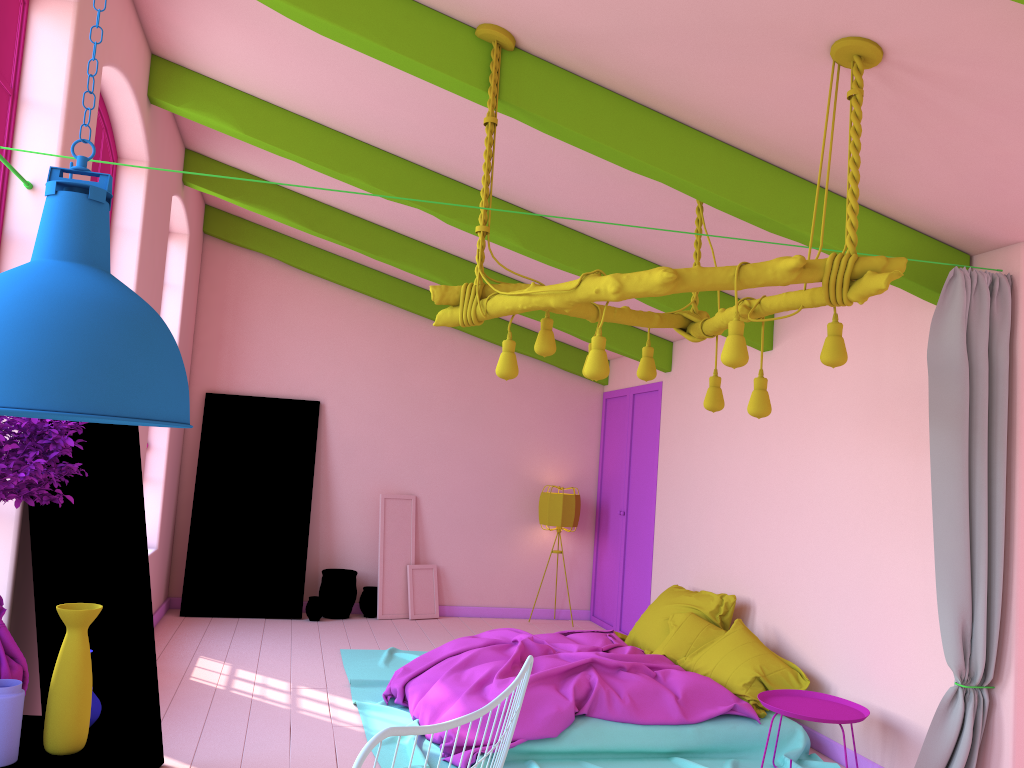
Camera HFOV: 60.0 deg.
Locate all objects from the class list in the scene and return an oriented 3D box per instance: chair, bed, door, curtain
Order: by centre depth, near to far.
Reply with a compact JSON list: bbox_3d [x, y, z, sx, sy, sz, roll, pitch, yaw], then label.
[{"bbox_3d":[-0.519,1.184,1.821,0.924,1.237,1.080,2,-5,21],"label":"chair"},{"bbox_3d":[-1.906,0.811,4.085,0.450,2.209,1.154,4,-5,-3],"label":"door"},{"bbox_3d":[2.192,0.831,4.444,0.519,2.783,0.525,7,-6,-33],"label":"curtain"},{"bbox_3d":[0.284,2.011,6.196,2.803,0.513,3.579,5,-5,-14],"label":"bed"},{"bbox_3d":[-2.617,1.216,8.963,1.153,2.209,0.450,5,-5,-13],"label":"door"},{"bbox_3d":[1.170,1.322,9.255,0.108,2.588,1.678,5,-5,-13],"label":"door"}]

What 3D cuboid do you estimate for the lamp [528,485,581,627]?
[{"bbox_3d":[0.507,1.843,9.616,0.491,1.465,0.477,3,-5,16],"label":"lamp"}]

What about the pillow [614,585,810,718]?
[{"bbox_3d":[1.289,1.964,6.712,0.849,0.821,2.618,6,-6,-24],"label":"pillow"}]

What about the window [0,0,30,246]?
[{"bbox_3d":[-2.080,-0.407,3.212,0.072,3.044,1.276,5,-5,-13],"label":"window"}]

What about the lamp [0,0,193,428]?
[{"bbox_3d":[-0.853,-0.926,1.869,0.528,2.000,0.529,2,-5,18],"label":"lamp"}]

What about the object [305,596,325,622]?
[{"bbox_3d":[-1.955,2.238,8.819,0.199,0.234,0.199,-1,-7,44],"label":"object"}]

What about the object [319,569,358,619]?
[{"bbox_3d":[-1.785,2.151,9.093,0.386,0.470,0.386,1,-6,29],"label":"object"}]

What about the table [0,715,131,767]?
[{"bbox_3d":[-1.266,1.316,1.591,0.655,0.820,2.194,5,-5,-13],"label":"table"}]

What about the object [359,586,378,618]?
[{"bbox_3d":[-1.466,2.274,9.240,0.260,0.306,0.261,2,-5,19],"label":"object"}]

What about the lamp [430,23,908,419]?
[{"bbox_3d":[0.771,-1.008,3.795,1.611,2.262,1.776,7,-6,-32],"label":"lamp"}]

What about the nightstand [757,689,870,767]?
[{"bbox_3d":[1.667,2.012,4.943,0.596,0.458,0.596,2,-6,24],"label":"nightstand"}]

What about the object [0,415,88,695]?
[{"bbox_3d":[-1.446,0.501,2.418,0.502,0.950,0.441,0,-6,36],"label":"object"}]

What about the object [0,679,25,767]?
[{"bbox_3d":[-1.330,0.875,2.294,0.109,0.197,0.109,2,-5,24],"label":"object"}]

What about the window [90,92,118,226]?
[{"bbox_3d":[-2.548,-0.258,5.057,0.214,3.007,1.515,5,-5,-13],"label":"window"}]

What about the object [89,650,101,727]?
[{"bbox_3d":[-1.264,0.891,2.587,0.132,0.219,0.132,4,-5,3],"label":"object"}]

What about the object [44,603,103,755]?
[{"bbox_3d":[-1.193,0.797,2.405,0.116,0.382,0.116,8,-6,-40],"label":"object"}]
